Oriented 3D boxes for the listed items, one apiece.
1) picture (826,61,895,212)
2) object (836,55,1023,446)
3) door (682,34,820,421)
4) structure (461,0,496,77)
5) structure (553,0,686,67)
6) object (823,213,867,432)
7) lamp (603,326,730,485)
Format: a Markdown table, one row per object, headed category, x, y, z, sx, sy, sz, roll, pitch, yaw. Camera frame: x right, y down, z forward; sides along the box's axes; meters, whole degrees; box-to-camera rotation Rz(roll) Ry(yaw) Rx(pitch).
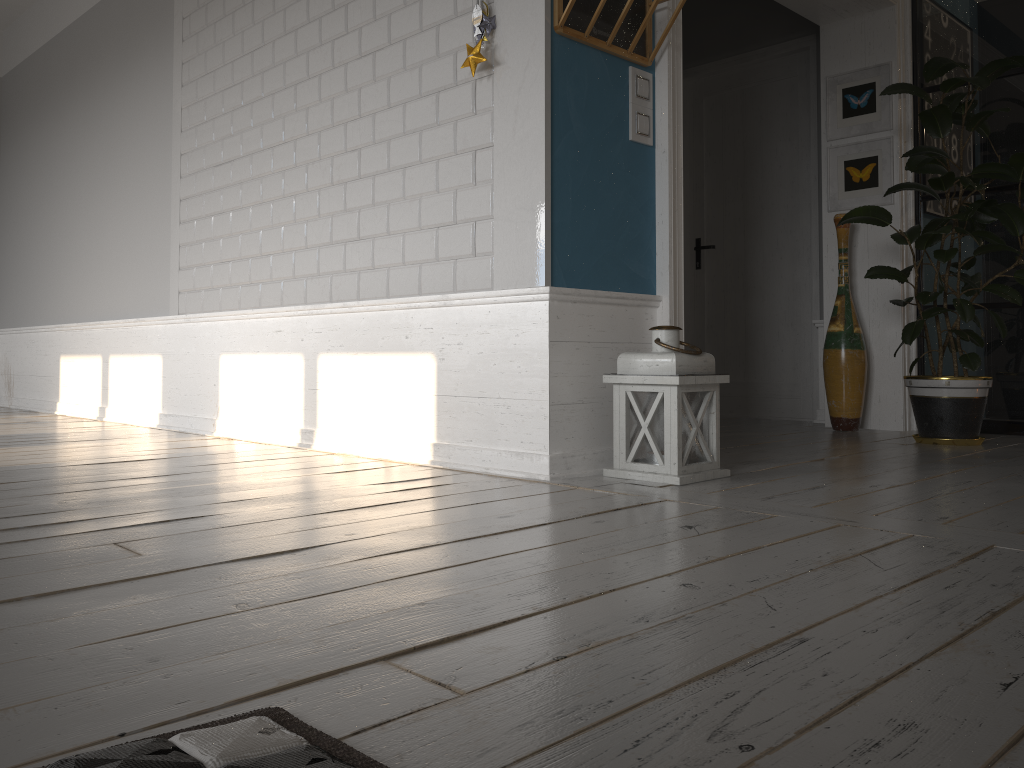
| category | x | y | z | sx | sy | sz | roll | pitch | yaw |
| --- | --- | --- | --- | --- | --- | --- | --- | --- | --- |
| picture | 1.177 | -1.298 | 4.075 | 1.944 | 0.754 | 0.358 | -1 | 0 | -44 |
| object | 3.163 | -0.604 | 2.927 | 3.895 | 1.798 | 1.010 | 1 | 0 | 45 |
| door | 1.524 | -0.943 | 5.631 | 0.177 | 2.311 | 1.036 | 2 | -3 | -45 |
| structure | -0.112 | -1.232 | 2.928 | 0.134 | 0.448 | 0.078 | -1 | -2 | 33 |
| structure | 0.371 | -1.502 | 2.918 | 0.495 | 0.777 | 0.185 | 1 | -2 | -44 |
| object | 1.720 | -0.320 | 4.580 | 0.215 | 1.126 | 0.215 | -2 | -3 | 40 |
| lamp | 0.490 | 0.053 | 2.811 | 0.286 | 0.478 | 0.286 | -1 | -2 | 44 |
